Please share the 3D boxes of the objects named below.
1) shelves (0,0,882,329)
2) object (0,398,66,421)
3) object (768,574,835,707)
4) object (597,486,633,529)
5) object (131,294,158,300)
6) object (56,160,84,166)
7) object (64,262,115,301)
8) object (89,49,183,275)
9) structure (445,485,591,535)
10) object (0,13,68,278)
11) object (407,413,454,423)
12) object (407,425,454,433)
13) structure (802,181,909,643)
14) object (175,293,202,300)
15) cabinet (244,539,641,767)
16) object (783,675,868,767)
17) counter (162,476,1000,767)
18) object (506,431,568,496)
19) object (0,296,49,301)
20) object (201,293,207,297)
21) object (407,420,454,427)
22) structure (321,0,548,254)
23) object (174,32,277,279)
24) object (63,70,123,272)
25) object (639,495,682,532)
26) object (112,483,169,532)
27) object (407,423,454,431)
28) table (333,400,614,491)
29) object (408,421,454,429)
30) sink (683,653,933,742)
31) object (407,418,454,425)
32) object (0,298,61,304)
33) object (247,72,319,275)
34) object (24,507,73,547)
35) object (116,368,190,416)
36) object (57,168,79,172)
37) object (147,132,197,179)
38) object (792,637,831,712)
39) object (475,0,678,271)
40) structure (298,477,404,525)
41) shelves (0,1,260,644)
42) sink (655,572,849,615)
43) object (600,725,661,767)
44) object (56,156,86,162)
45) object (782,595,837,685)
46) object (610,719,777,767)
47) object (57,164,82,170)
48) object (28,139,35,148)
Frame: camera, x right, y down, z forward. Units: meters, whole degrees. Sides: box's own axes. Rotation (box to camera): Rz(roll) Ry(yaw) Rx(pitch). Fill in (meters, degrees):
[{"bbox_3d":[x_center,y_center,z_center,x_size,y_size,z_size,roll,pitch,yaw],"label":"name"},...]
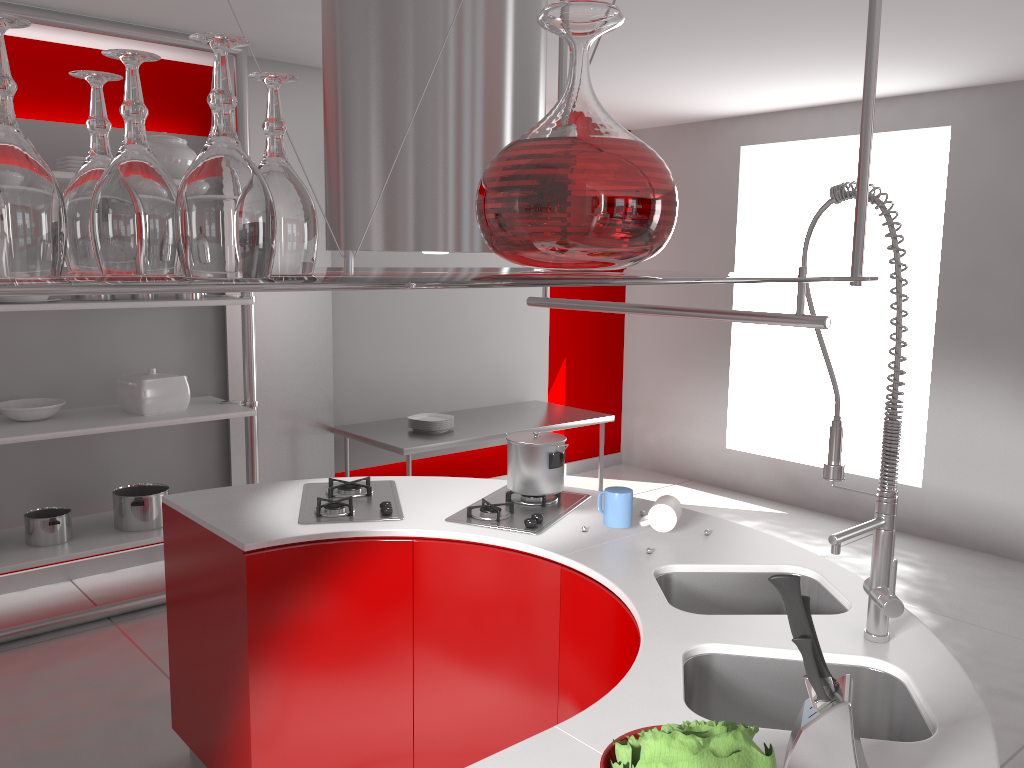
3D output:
[{"bbox_3d":[-0.133,-0.550,0.683,0.934,1.023,0.462,-6,11,-41],"label":"shelves"},{"bbox_3d":[-2.050,0.116,3.780,0.272,0.072,0.272,3,8,13],"label":"object"},{"bbox_3d":[0.428,0.429,1.242,0.150,0.322,0.014,4,9,20],"label":"object"},{"bbox_3d":[0.284,0.344,2.492,0.109,0.100,0.080,4,9,22],"label":"object"},{"bbox_3d":[-1.596,-0.530,3.833,0.109,0.329,0.110,-7,11,-43],"label":"object"},{"bbox_3d":[-1.785,-0.911,3.726,0.200,0.030,0.200,-6,11,-41],"label":"object"},{"bbox_3d":[-1.778,-0.458,3.742,0.184,0.205,0.172,-5,10,-35],"label":"object"},{"bbox_3d":[-0.248,-0.144,0.586,0.060,0.141,0.060,-6,11,-41],"label":"object"},{"bbox_3d":[0.030,0.361,2.706,0.303,0.037,0.457,4,9,24],"label":"structure"},{"bbox_3d":[-0.287,-0.132,0.501,0.060,0.141,0.060,5,9,26],"label":"object"},{"bbox_3d":[-0.449,0.192,4.903,0.228,0.020,0.228,6,10,30],"label":"object"},{"bbox_3d":[-0.449,0.243,4.910,0.228,0.020,0.228,6,10,30],"label":"object"},{"bbox_3d":[0.687,0.062,1.757,0.178,0.920,0.308,1,8,2],"label":"structure"},{"bbox_3d":[-1.433,-0.512,3.913,0.115,0.274,0.115,8,11,41],"label":"object"},{"bbox_3d":[-0.263,0.947,1.619,1.025,0.761,1.875,1,8,4],"label":"cabinet"},{"bbox_3d":[0.452,0.506,1.242,0.137,0.178,0.091,4,9,22],"label":"object"},{"bbox_3d":[-0.032,0.960,1.768,1.868,0.880,2.865,0,8,-7],"label":"counter"},{"bbox_3d":[0.075,0.240,2.779,0.218,0.185,0.189,2,8,11],"label":"object"},{"bbox_3d":[-1.946,-0.343,3.521,0.244,0.042,0.244,6,10,33],"label":"object"},{"bbox_3d":[-1.487,-0.484,4.121,0.127,0.157,0.127,-4,10,-30],"label":"object"},{"bbox_3d":[-0.449,0.213,4.906,0.228,0.020,0.228,6,10,30],"label":"object"},{"bbox_3d":[-0.223,-0.863,2.588,0.644,0.958,0.644,3,9,15],"label":"structure"},{"bbox_3d":[-0.175,-0.136,0.541,0.060,0.141,0.060,5,9,26],"label":"object"},{"bbox_3d":[-0.303,-0.154,0.655,0.060,0.141,0.060,-6,11,-41],"label":"object"},{"bbox_3d":[0.411,0.358,2.467,0.109,0.080,0.100,4,9,19],"label":"object"},{"bbox_3d":[-1.677,0.557,4.017,0.259,0.161,0.240,6,10,32],"label":"object"},{"bbox_3d":[-0.449,0.233,4.908,0.228,0.020,0.228,6,10,30],"label":"object"},{"bbox_3d":[-0.170,0.551,5.260,1.627,0.682,0.749,-6,11,-39],"label":"table"},{"bbox_3d":[-0.449,0.223,4.907,0.228,0.020,0.228,6,10,30],"label":"object"},{"bbox_3d":[0.518,0.652,1.616,0.428,0.172,0.326,2,8,10],"label":"sink"},{"bbox_3d":[-0.449,0.203,4.904,0.228,0.020,0.228,6,10,30],"label":"object"},{"bbox_3d":[-1.947,-0.330,3.523,0.280,0.015,0.280,-1,8,-11],"label":"object"},{"bbox_3d":[-0.174,-0.152,0.652,0.060,0.141,0.060,-6,11,-41],"label":"object"},{"bbox_3d":[-1.975,0.607,3.780,0.196,0.122,0.182,2,8,7],"label":"object"},{"bbox_3d":[-1.625,0.026,4.016,0.235,0.197,0.282,7,11,38],"label":"object"},{"bbox_3d":[-1.785,-0.881,3.730,0.200,0.030,0.200,-6,11,-41],"label":"object"},{"bbox_3d":[-1.552,-1.009,3.960,0.287,0.222,0.287,1,8,3],"label":"object"},{"bbox_3d":[0.426,0.446,1.216,0.091,0.197,0.009,4,9,20],"label":"object"},{"bbox_3d":[0.069,-0.253,0.932,0.213,0.266,0.213,-1,8,-13],"label":"object"},{"bbox_3d":[-0.502,0.347,2.756,0.303,0.037,0.457,-1,8,-11],"label":"structure"},{"bbox_3d":[-1.900,-0.221,3.747,1.735,2.599,0.535,-6,11,-41],"label":"shelves"},{"bbox_3d":[0.552,0.583,2.097,0.428,0.172,0.326,0,8,-2],"label":"sink"},{"bbox_3d":[0.226,0.551,1.138,0.228,0.118,0.229,4,9,20],"label":"object"},{"bbox_3d":[-1.785,-0.927,3.723,0.200,0.030,0.200,-6,11,-41],"label":"object"},{"bbox_3d":[0.446,0.442,1.266,0.130,0.279,0.012,4,9,20],"label":"object"},{"bbox_3d":[0.234,0.498,1.137,0.198,0.182,0.193,-5,10,-35],"label":"object"},{"bbox_3d":[-1.785,-0.897,3.728,0.200,0.030,0.200,-6,11,-41],"label":"object"},{"bbox_3d":[-1.996,-0.915,3.510,0.192,0.153,0.192,-4,9,-27],"label":"object"}]
